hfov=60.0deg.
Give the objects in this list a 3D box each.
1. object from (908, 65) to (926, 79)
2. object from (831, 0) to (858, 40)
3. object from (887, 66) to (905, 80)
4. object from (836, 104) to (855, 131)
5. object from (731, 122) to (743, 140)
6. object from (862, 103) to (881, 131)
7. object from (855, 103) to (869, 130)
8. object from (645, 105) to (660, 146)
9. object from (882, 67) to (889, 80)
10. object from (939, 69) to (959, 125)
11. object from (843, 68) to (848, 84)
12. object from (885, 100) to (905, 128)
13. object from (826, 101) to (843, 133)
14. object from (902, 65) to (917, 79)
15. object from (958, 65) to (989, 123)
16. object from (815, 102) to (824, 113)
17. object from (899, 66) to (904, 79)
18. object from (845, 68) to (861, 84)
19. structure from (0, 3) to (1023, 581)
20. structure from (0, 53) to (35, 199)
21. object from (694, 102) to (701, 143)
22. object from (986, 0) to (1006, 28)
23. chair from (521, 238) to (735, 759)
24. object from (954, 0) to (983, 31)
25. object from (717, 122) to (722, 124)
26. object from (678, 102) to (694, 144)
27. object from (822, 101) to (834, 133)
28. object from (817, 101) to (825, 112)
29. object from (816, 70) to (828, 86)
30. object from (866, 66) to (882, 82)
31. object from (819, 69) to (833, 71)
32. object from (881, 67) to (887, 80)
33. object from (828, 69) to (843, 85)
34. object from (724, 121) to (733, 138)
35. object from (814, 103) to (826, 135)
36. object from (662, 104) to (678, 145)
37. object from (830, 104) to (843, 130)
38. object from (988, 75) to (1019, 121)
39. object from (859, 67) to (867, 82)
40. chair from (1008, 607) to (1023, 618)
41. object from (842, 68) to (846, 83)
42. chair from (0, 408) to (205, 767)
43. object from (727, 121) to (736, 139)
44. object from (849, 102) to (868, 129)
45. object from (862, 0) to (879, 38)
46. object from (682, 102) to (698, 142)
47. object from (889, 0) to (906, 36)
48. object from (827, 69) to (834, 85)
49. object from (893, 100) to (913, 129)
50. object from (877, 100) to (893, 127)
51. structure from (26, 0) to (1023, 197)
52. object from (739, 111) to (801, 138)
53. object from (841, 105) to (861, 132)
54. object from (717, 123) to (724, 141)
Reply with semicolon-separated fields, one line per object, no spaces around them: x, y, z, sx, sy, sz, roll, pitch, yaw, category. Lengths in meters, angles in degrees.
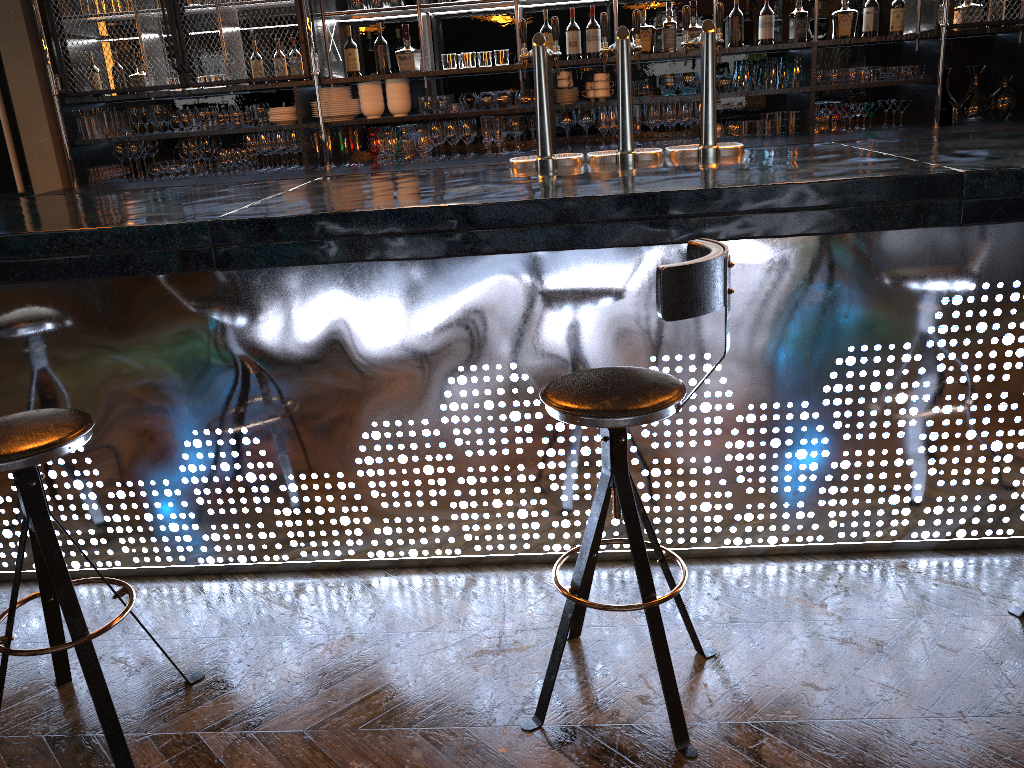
2.296;-1.768;5.027;0.088;0.070;0.098;0;19;14;object
1.930;-2.127;5.150;0.151;0.248;0.094;0;19;13;object
2.198;-1.779;5.082;0.088;0.070;0.098;11;24;38;object
1.980;-1.584;5.278;0.106;0.148;0.106;9;23;35;object
1.316;-1.480;5.196;0.067;0.099;0.067;-12;20;-22;object
2.088;-1.553;5.160;0.106;0.148;0.106;0;19;14;object
2.094;-1.591;5.270;0.106;0.148;0.106;7;22;31;object
0.827;-1.525;5.231;0.091;0.229;0.091;-7;19;-9;object
2.205;-1.811;5.174;0.088;0.070;0.098;5;21;26;object
2.516;-1.676;5.178;0.186;0.307;0.186;-1;19;10;object
1.969;-1.793;5.157;0.084;0.082;0.084;7;21;30;object
2.257;-1.593;5.236;0.107;0.152;0.107;2;19;18;object
1.885;-1.559;5.184;0.089;0.174;0.089;-17;22;-33;object
2.299;-1.800;5.120;0.098;0.070;0.088;7;21;30;object
2.693;-1.687;5.164;0.170;0.313;0.170;-5;18;-1;object
1.790;-1.566;5.225;0.089;0.174;0.089;-17;22;-33;object
2.305;-1.833;5.217;0.098;0.070;0.088;-19;23;-37;object
1.944;-1.760;5.065;0.084;0.082;0.084;3;20;21;object
0.223;-0.387;3.029;6.009;1.685;1.214;-3;18;4;structure
-5.078;-1.940;5.632;4.269;3.734;0.705;-3;18;4;structure
1.117;-1.539;5.211;0.091;0.229;0.091;-12;20;-22;object
2.780;-2.196;5.080;0.086;0.299;0.086;-17;23;-34;object
0.269;0.242;2.052;0.476;1.108;0.419;2;19;19;chair
2.611;-2.171;5.081;0.123;0.279;0.123;-6;19;-6;object
1.232;-1.513;5.311;0.067;0.100;0.067;-5;18;-3;object
1.021;-1.535;5.220;0.091;0.229;0.091;7;21;30;object
1.868;-1.589;5.278;0.089;0.174;0.089;-17;22;-33;object
1.888;-1.621;5.369;0.089;0.174;0.089;-17;22;-33;object
1.767;-1.753;5.083;0.084;0.082;0.084;-5;18;-3;object
2.063;-1.767;5.056;0.084;0.082;0.084;-8;19;-12;object
1.857;-1.815;5.249;0.084;0.082;0.084;-9;19;-12;object
2.213;-1.843;5.269;0.088;0.070;0.098;-8;19;-10;object
1.848;-1.756;5.074;0.084;0.082;0.084;-3;19;5;object
1.325;-1.551;5.406;0.067;0.099;0.067;-12;20;-22;object
1.774;-1.535;5.136;0.089;0.174;0.089;-17;22;-33;object
0.930;-1.531;5.228;0.091;0.229;0.091;-18;23;-36;object
1.984;-1.622;5.389;0.106;0.148;0.106;3;20;22;object
2.833;-1.645;5.110;0.158;0.248;0.158;-5;18;-1;object
2.051;-1.797;5.150;0.084;0.082;0.084;-1;19;10;object
1.484;0.167;2.005;0.476;1.108;0.419;2;19;19;chair
1.953;-1.822;5.249;0.084;0.082;0.084;-4;18;2;object
-1.122;0.343;2.063;0.476;1.108;0.419;-3;18;4;chair
1.323;-1.520;5.314;0.067;0.099;0.067;-12;20;-22;object
2.098;-1.627;5.379;0.106;0.148;0.106;13;25;41;object
2.083;-2.163;5.144;0.086;0.298;0.086;-17;23;-34;object
1.067;-1.573;5.323;0.091;0.229;0.091;-5;18;-2;object
2.227;-2.165;5.120;0.080;0.299;0.080;-2;19;7;object
1.860;-1.788;5.167;0.084;0.082;0.084;3;20;21;object
2.251;-1.556;5.125;0.107;0.152;0.107;6;21;29;object
2.260;-1.634;5.359;0.107;0.152;0.107;-1;19;10;object
0.595;-2.077;5.053;6.750;3.553;1.143;-3;18;4;structure
1.527;-1.544;5.280;0.356;0.134;0.206;0;19;11;object
1.971;-1.547;5.167;0.106;0.148;0.106;3;20;22;object
1.212;-1.476;5.206;0.067;0.100;0.067;-5;18;-3;object
